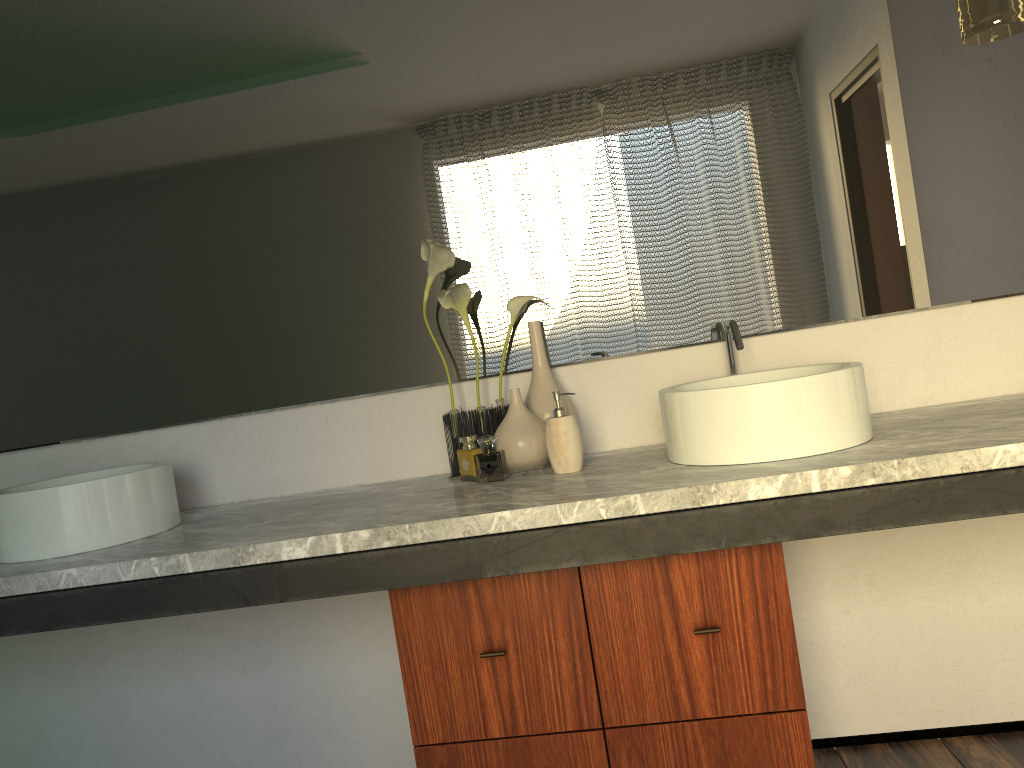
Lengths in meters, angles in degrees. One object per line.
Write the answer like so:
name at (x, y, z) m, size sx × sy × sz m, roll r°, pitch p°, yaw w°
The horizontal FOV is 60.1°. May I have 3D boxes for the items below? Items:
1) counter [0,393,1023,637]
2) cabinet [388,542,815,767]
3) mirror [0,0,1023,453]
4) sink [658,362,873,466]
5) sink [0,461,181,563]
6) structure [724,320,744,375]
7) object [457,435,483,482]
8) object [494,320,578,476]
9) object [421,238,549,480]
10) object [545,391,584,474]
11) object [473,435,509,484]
counter at (-0.080, 0.251, 1.690) m, size 2.274 × 0.101 × 0.583 m, roll -9°, pitch 2°, yaw 8°
cabinet at (0.173, 0.562, 1.706) m, size 0.663 × 0.599 × 0.509 m, roll -9°, pitch 2°, yaw 7°
mirror at (-0.635, -0.508, 2.021) m, size 4.107 × 1.152 × 0.017 m, roll -9°, pitch 1°, yaw 8°
sink at (0.457, 0.051, 1.620) m, size 0.353 × 0.130 × 0.362 m, roll -9°, pitch 2°, yaw -16°
sink at (-0.873, 0.255, 1.815) m, size 0.360 × 0.130 × 0.354 m, roll -9°, pitch 2°, yaw 9°
structure at (0.435, -0.006, 1.785) m, size 0.067 × 0.242 × 0.163 m, roll -9°, pitch 1°, yaw 9°
object at (-0.082, 0.151, 1.799) m, size 0.038 × 0.092 × 0.067 m, roll -10°, pitch 2°, yaw -33°
object at (0.039, 0.024, 1.830) m, size 0.123 × 0.305 × 0.234 m, roll -8°, pitch 2°, yaw 33°
object at (-0.051, -0.064, 1.871) m, size 0.240 × 0.504 × 0.190 m, roll -9°, pitch 1°, yaw -15°
object at (0.098, 0.092, 1.710) m, size 0.070 × 0.158 × 0.071 m, roll -9°, pitch 1°, yaw -10°
object at (-0.044, 0.145, 1.734) m, size 0.058 × 0.090 × 0.038 m, roll -8°, pitch 1°, yaw 17°
